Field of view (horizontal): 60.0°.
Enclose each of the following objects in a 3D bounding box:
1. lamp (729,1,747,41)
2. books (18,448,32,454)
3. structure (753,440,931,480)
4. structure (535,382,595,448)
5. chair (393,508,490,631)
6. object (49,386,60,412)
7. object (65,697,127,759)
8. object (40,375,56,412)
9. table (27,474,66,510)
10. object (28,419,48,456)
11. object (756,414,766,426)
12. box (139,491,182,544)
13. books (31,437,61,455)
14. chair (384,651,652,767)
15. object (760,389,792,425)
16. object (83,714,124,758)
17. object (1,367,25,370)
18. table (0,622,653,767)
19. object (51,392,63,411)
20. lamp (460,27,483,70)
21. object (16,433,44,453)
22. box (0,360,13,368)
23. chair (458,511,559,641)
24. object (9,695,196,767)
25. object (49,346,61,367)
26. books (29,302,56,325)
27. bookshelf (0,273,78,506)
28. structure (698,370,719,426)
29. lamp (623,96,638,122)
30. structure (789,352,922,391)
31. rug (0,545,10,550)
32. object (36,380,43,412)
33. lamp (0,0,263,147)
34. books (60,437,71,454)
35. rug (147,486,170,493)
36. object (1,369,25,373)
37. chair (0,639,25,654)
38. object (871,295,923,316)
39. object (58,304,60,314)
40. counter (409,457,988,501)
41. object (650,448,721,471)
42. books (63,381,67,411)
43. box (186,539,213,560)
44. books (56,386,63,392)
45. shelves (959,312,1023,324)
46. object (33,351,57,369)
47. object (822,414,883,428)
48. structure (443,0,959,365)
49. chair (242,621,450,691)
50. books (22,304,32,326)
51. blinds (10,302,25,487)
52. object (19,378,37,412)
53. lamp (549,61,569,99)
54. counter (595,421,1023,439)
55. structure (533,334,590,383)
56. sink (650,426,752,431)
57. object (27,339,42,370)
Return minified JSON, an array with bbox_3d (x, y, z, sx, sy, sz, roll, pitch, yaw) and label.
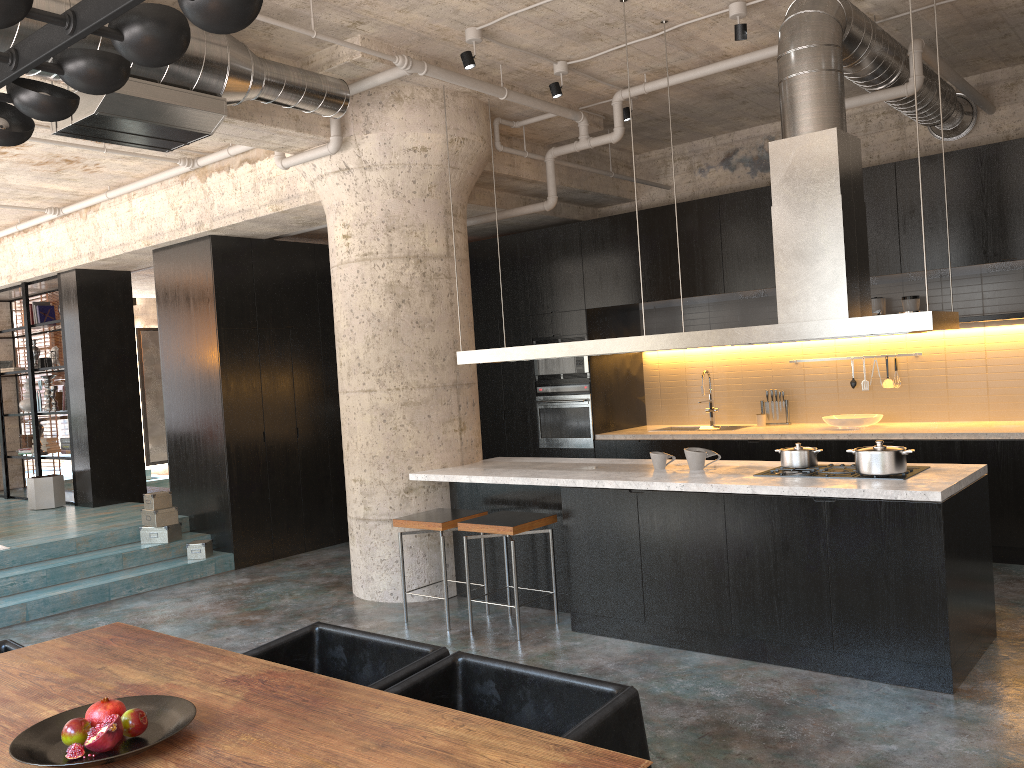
[{"bbox_3d":[1.387,-2.209,5.432,0.107,0.236,0.145,-3,1,22],"label":"lamp"},{"bbox_3d":[-5.973,0.832,11.070,0.319,0.068,0.231,-3,1,31],"label":"books"},{"bbox_3d":[1.838,0.397,4.954,0.833,0.187,0.506,-3,1,39],"label":"structure"},{"bbox_3d":[0.680,0.301,9.016,0.664,0.651,0.649,-3,1,39],"label":"structure"},{"bbox_3d":[-0.457,1.227,5.955,0.450,0.698,0.450,-3,1,39],"label":"chair"},{"bbox_3d":[-5.352,0.172,10.374,0.099,0.301,0.099,-3,1,33],"label":"object"},{"bbox_3d":[-1.062,0.872,2.277,0.100,0.097,0.219,-4,1,-7],"label":"object"},{"bbox_3d":[-5.696,0.114,10.916,0.191,0.447,0.192,-4,1,-3],"label":"object"},{"bbox_3d":[-5.136,1.188,9.780,0.365,0.340,0.316,-4,1,-21],"label":"table"},{"bbox_3d":[-5.645,0.639,10.591,0.218,0.433,0.218,-3,1,31],"label":"object"},{"bbox_3d":[2.344,0.338,8.345,0.092,0.117,0.092,-4,1,-12],"label":"object"},{"bbox_3d":[-3.167,1.197,7.978,0.331,0.441,0.280,-3,1,28],"label":"box"},{"bbox_3d":[-5.710,0.758,10.870,0.257,0.188,0.306,-4,1,4],"label":"books"},{"bbox_3d":[-0.039,1.241,2.527,0.707,0.738,0.754,-3,1,39],"label":"chair"},{"bbox_3d":[2.477,0.219,8.359,0.291,0.336,0.060,-3,1,33],"label":"object"},{"bbox_3d":[-1.019,0.875,2.218,0.088,0.082,0.110,-4,1,-11],"label":"object"},{"bbox_3d":[-6.259,-0.191,11.111,0.227,0.024,0.166,-3,1,18],"label":"object"},{"bbox_3d":[-1.001,1.301,2.243,2.410,0.756,1.299,-3,1,39],"label":"table"},{"bbox_3d":[-5.523,0.214,10.812,0.189,0.230,0.190,-4,1,-6],"label":"object"},{"bbox_3d":[-0.252,-2.101,5.574,0.145,0.236,0.107,-3,1,22],"label":"lamp"},{"bbox_3d":[-6.178,0.758,11.416,0.335,0.231,0.284,-3,1,39],"label":"object"},{"bbox_3d":[-6.574,-0.208,11.329,0.306,0.157,0.312,-5,1,-41],"label":"box"},{"bbox_3d":[-0.006,1.203,5.650,0.450,0.698,0.450,-3,1,39],"label":"chair"},{"bbox_3d":[-1.038,0.884,2.270,0.435,0.079,0.435,-4,1,-14],"label":"object"},{"bbox_3d":[-5.624,-0.322,10.866,0.131,0.280,0.252,-5,1,-43],"label":"object"},{"bbox_3d":[-5.628,-0.841,10.632,0.258,0.298,0.221,-3,1,39],"label":"books"},{"bbox_3d":[-5.771,0.104,10.863,2.900,2.571,0.628,-3,1,39],"label":"bookshelf"},{"bbox_3d":[1.894,0.141,8.627,0.125,0.559,0.269,-3,1,39],"label":"structure"},{"bbox_3d":[0.932,-2.206,7.034,0.145,0.236,0.107,-3,1,22],"label":"lamp"},{"bbox_3d":[3.071,-0.091,7.972,1.171,0.315,0.074,-3,1,39],"label":"structure"},{"bbox_3d":[-8.019,1.567,8.545,7.768,0.032,2.954,-3,1,39],"label":"rug"},{"bbox_3d":[-5.933,0.150,11.149,0.121,0.395,0.062,-3,1,42],"label":"object"},{"bbox_3d":[-1.196,-1.443,2.189,1.813,1.327,0.583,-3,1,39],"label":"lamp"},{"bbox_3d":[-5.119,0.721,10.499,0.393,0.197,0.274,-3,1,39],"label":"books"},{"bbox_3d":[-4.816,1.572,11.849,1.759,0.377,0.541,-3,1,39],"label":"rug"},{"bbox_3d":[-6.266,-0.162,11.109,0.243,0.034,0.179,-3,1,17],"label":"object"},{"bbox_3d":[-1.955,1.360,3.027,0.754,0.738,0.707,-3,1,39],"label":"chair"},{"bbox_3d":[3.236,-0.639,7.564,0.462,0.240,0.334,-3,1,36],"label":"object"},{"bbox_3d":[-5.042,-0.829,10.326,0.434,0.217,0.430,-3,1,42],"label":"object"},{"bbox_3d":[0.940,0.562,5.585,3.500,0.046,1.000,-3,1,39],"label":"counter"},{"bbox_3d":[1.072,0.465,5.536,0.437,0.133,0.188,-3,1,40],"label":"object"},{"bbox_3d":[-5.164,0.132,10.430,0.256,0.354,0.216,-3,1,39],"label":"books"},{"bbox_3d":[-2.780,1.475,7.904,0.172,0.140,0.187,-4,1,2],"label":"box"},{"bbox_3d":[-5.696,0.182,11.106,0.547,0.299,0.147,-3,1,39],"label":"books"},{"bbox_3d":[2.936,-0.481,7.842,4.362,0.043,0.403,-3,1,39],"label":"shelves"},{"bbox_3d":[-5.468,-0.286,10.427,0.200,0.200,0.409,-5,1,-41],"label":"object"},{"bbox_3d":[2.929,0.324,7.625,0.490,0.093,0.490,-3,1,36],"label":"object"},{"bbox_3d":[0.923,-1.254,5.450,3.117,2.100,0.538,-3,1,39],"label":"structure"},{"bbox_3d":[-0.602,1.270,2.997,0.707,0.738,0.754,-3,1,39],"label":"chair"},{"bbox_3d":[-5.817,-0.827,10.790,0.231,0.290,0.216,-3,1,39],"label":"books"},{"bbox_3d":[-5.539,0.276,11.145,2.915,3.160,0.136,-3,1,39],"label":"blinds"},{"bbox_3d":[-6.166,0.143,11.344,0.265,0.432,0.265,-4,1,-7],"label":"object"},{"bbox_3d":[0.336,-2.153,6.298,0.145,0.236,0.107,-3,1,22],"label":"lamp"},{"bbox_3d":[2.816,0.449,7.637,4.360,0.142,1.000,-3,1,39],"label":"counter"},{"bbox_3d":[0.671,-0.265,9.042,0.659,0.450,0.612,-3,1,39],"label":"structure"},{"bbox_3d":[1.815,0.492,8.518,0.890,0.134,0.458,-3,1,39],"label":"sink"},{"bbox_3d":[-5.968,-0.359,11.099,0.178,0.394,0.180,-3,1,33],"label":"object"}]
